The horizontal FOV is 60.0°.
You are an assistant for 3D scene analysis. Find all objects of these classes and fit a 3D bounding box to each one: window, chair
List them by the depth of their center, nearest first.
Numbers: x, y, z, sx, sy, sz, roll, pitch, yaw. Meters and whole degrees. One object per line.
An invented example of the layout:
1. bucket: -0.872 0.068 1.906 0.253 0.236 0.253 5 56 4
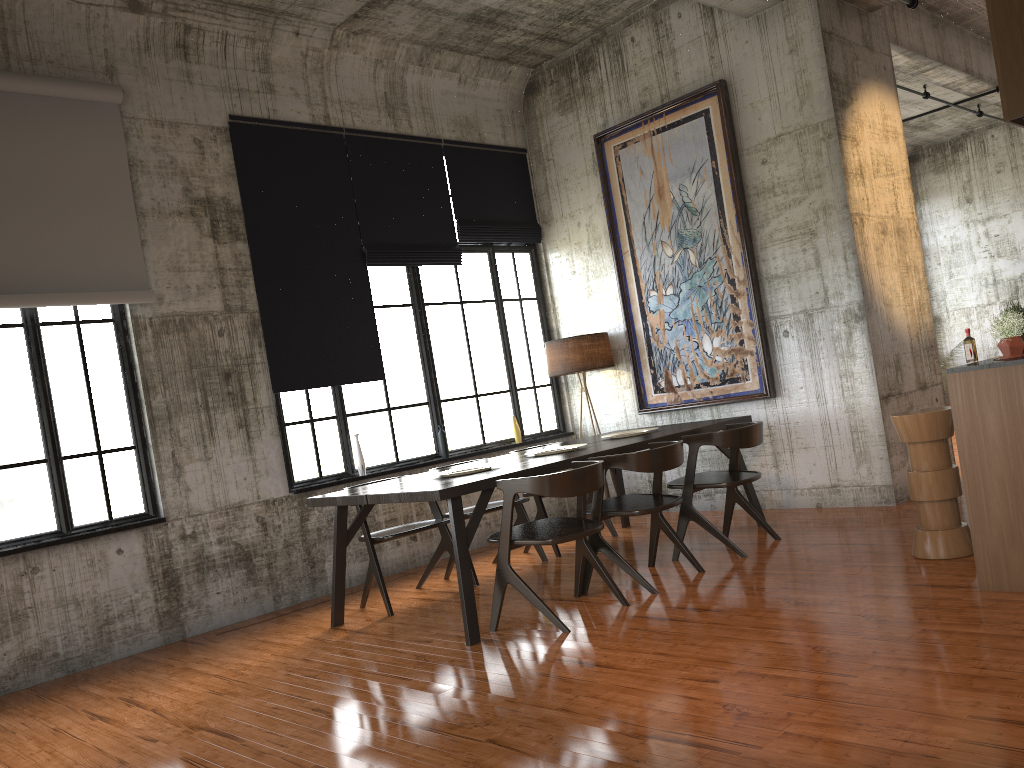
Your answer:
1. window: -4.655 -0.345 5.737 4.293 3.436 0.051 -9 0 -44
2. chair: 0.286 1.065 5.922 0.876 0.993 0.771 -9 0 -43
3. chair: 2.834 0.657 5.955 0.410 0.963 0.410 -9 0 25
4. chair: 0.929 0.973 6.544 0.876 0.993 0.771 -9 0 -44
5. chair: 1.712 0.860 7.244 0.771 0.993 0.876 -9 0 42
6. chair: -0.907 1.287 7.301 0.876 0.993 0.771 -9 0 -44
7. chair: -0.265 1.195 7.923 0.876 0.993 0.771 -9 0 -43
8. chair: 0.455 1.092 8.631 0.876 0.993 0.771 -9 0 -44
9. window: -0.966 -0.873 9.308 3.802 3.436 0.051 -9 0 -44

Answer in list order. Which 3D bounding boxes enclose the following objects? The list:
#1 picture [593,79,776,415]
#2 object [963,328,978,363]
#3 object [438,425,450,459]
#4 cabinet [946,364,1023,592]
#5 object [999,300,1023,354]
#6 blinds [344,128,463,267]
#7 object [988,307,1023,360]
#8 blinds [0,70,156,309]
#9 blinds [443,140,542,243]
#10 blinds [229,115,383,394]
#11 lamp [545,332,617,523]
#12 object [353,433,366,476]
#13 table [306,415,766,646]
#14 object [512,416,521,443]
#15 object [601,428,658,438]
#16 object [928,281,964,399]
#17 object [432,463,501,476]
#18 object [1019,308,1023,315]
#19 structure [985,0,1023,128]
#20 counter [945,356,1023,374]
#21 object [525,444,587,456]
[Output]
1. picture: 1.727 -1.300 9.158 0.141 3.121 1.659 -10 1 -44
2. object: 2.776 -0.234 5.374 0.055 0.208 0.056 -10 1 -44
3. object: -0.715 0.602 9.214 0.080 0.352 0.080 -9 1 -13
4. cabinet: 4.512 0.257 6.034 4.349 1.244 1.248 -8 -1 -44
5. object: 3.020 -0.357 5.308 0.186 0.367 0.196 -9 0 -4
6. blinds: -1.095 -1.918 9.198 1.251 1.398 0.052 -9 0 -44
7. object: 2.872 -0.294 5.127 0.210 0.283 0.221 -9 0 -36
8. blinds: -4.635 -1.304 5.631 4.454 1.776 0.137 -8 0 -44
9. blinds: -0.195 -2.176 10.088 1.293 1.142 0.053 -9 0 -44
10. blinds: -1.908 -1.227 8.360 1.212 2.534 0.034 -10 1 -44
11. lamp: 0.878 0.501 9.868 0.750 2.057 0.754 -10 1 -32
12. object: -1.463 0.679 8.500 0.082 0.411 0.082 -9 1 7
13. table: 0.394 1.070 7.389 3.693 1.006 1.643 -8 -1 -44
14. object: 0.051 0.507 9.950 0.073 0.318 0.074 -9 1 9
15. object: 1.072 0.450 8.042 0.525 0.024 0.528 -8 -1 -34
16. object: 4.394 -0.059 10.041 1.510 2.064 1.892 -9 0 -21
17. object: -0.339 0.652 6.677 0.525 0.024 0.528 -8 -1 -34
18. object: 3.194 -0.353 5.481 0.172 0.311 0.179 -9 0 -38
19. structure: 3.306 -2.057 4.979 1.624 1.126 0.665 -9 0 -44
20. counter: 4.421 -0.296 6.027 4.351 0.174 1.248 -8 -2 -44
21. object: 0.367 0.551 7.359 0.525 0.024 0.528 -8 -1 -34
